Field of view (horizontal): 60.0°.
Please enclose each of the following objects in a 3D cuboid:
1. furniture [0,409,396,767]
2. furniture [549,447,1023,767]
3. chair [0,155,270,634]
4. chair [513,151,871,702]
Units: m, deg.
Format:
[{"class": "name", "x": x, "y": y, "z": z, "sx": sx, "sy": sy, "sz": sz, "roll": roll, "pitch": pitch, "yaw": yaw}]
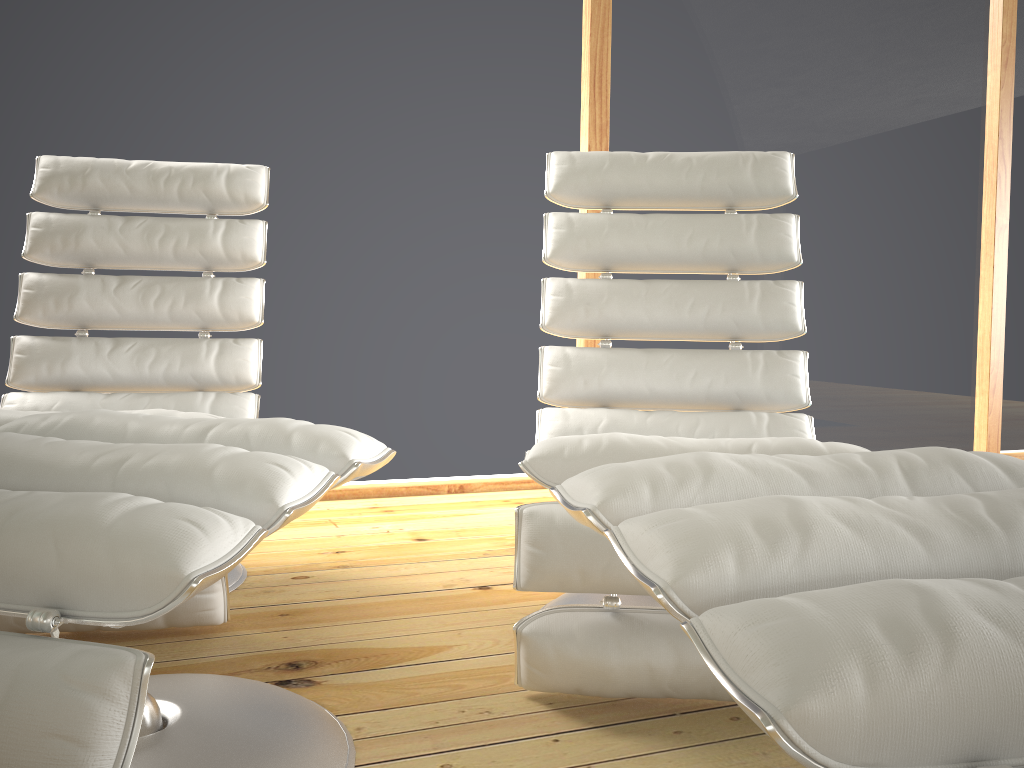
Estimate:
[{"class": "furniture", "x": -0.488, "y": 0.269, "z": 1.034, "sx": 0.569, "sy": 0.439, "sz": 0.687, "roll": 2, "pitch": 4, "yaw": 15}, {"class": "furniture", "x": 0.366, "y": 0.300, "z": 0.779, "sx": 0.569, "sy": 0.439, "sz": 0.687, "roll": 0, "pitch": 4, "yaw": -14}, {"class": "chair", "x": -0.849, "y": -0.062, "z": 1.897, "sx": 0.569, "sy": 0.967, "sz": 0.915, "roll": 0, "pitch": 3, "yaw": -10}, {"class": "chair", "x": 0.323, "y": -0.027, "z": 1.667, "sx": 0.569, "sy": 0.967, "sz": 0.915, "roll": 1, "pitch": 3, "yaw": 5}]
